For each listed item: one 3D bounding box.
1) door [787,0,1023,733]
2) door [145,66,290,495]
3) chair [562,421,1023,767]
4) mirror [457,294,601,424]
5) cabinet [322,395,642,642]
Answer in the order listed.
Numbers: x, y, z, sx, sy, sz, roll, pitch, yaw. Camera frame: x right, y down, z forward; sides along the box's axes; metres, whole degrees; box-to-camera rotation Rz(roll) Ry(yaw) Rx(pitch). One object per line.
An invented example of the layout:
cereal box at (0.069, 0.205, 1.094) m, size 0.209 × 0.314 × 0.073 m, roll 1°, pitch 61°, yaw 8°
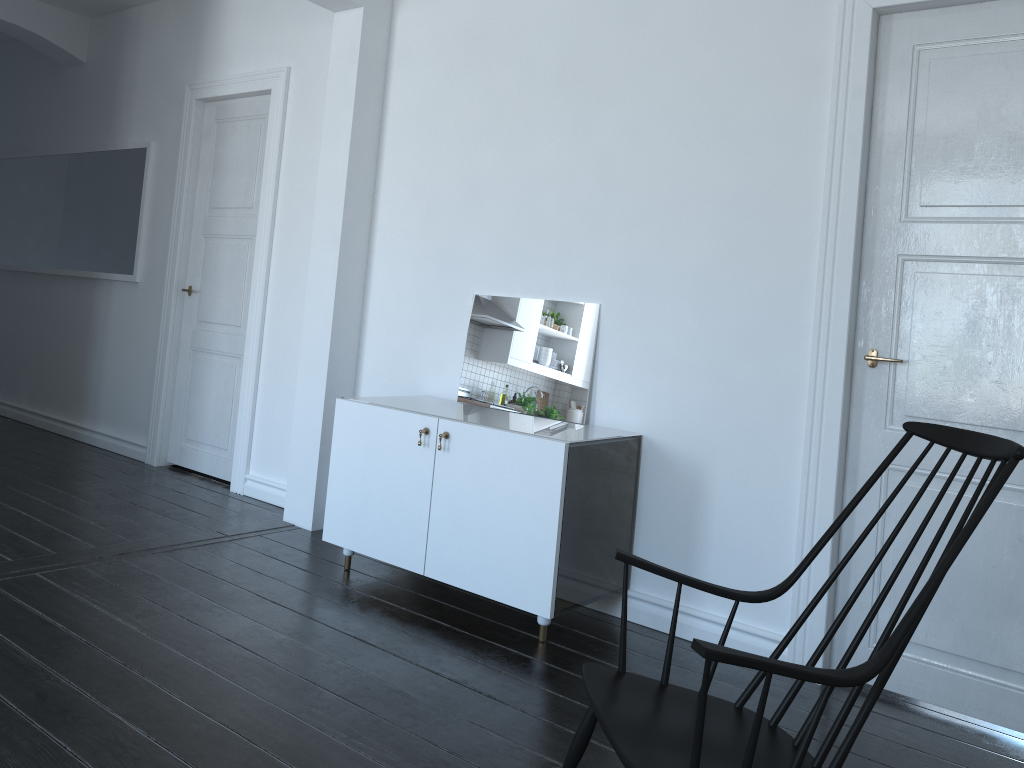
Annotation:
door at (1.566, -0.153, 2.814) m, size 1.174 × 2.484 × 0.115 m, roll 4°, pitch -2°, yaw 37°
door at (-1.793, -0.667, 5.412) m, size 1.046 × 2.484 × 0.115 m, roll 4°, pitch -2°, yaw 37°
chair at (0.516, 0.570, 1.789) m, size 0.904 × 1.009 × 0.612 m, roll 5°, pitch 0°, yaw -7°
mirror at (0.060, -0.127, 3.883) m, size 0.699 × 0.504 × 0.053 m, roll 7°, pitch -1°, yaw 37°
cabinet at (-0.168, 0.496, 3.634) m, size 1.207 × 0.737 × 0.586 m, roll 7°, pitch 2°, yaw 37°
